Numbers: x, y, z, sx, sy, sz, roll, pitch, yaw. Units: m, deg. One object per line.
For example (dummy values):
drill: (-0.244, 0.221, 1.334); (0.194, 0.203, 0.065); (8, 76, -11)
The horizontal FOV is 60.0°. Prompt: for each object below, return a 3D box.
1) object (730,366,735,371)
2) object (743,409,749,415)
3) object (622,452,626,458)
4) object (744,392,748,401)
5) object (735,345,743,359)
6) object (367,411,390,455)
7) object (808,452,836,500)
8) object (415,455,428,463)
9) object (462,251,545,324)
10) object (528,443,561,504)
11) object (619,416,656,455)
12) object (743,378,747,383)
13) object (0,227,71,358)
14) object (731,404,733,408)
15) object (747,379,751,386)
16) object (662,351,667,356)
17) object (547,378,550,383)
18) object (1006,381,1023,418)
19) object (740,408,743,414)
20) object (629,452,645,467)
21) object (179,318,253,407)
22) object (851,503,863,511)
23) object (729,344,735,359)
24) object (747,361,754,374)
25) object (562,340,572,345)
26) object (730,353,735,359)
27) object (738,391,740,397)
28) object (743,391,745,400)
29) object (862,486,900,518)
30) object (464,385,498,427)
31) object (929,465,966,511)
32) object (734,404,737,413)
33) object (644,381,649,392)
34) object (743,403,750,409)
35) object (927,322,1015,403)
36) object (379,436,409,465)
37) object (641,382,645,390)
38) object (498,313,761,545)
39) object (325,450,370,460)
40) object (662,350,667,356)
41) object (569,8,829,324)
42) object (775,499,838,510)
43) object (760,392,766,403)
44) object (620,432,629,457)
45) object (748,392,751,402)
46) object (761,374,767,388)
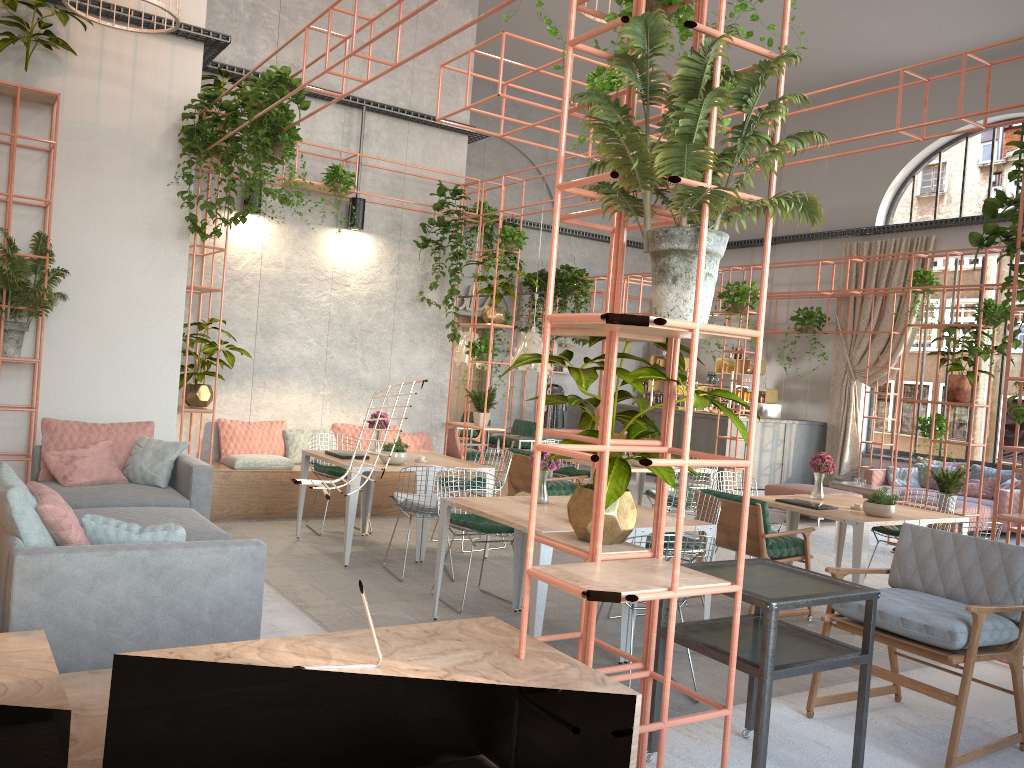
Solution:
object: (4.319, -0.277, 17.280); (0.123, 0.142, 0.141); (4, 1, -33)
object: (4.464, 0.525, 16.913); (0.115, 0.107, 0.115); (5, 1, 23)
object: (1.362, 0.771, 10.123); (0.165, 0.154, 0.210); (4, 1, -43)
object: (4.468, 0.241, 16.905); (0.069, 0.191, 0.069); (5, 1, 3)
object: (4.435, -0.673, 17.335); (0.134, 0.386, 0.134); (4, 1, -44)
object: (-1.264, 0.460, 8.374); (0.213, 0.414, 0.225); (4, 1, -41)
object: (2.672, 0.793, 7.668); (0.213, 0.414, 0.225); (4, 1, -41)
object: (-0.817, 0.673, 8.012); (0.115, 0.078, 0.115); (4, 1, -27)
object: (-0.120, -1.192, 10.829); (0.934, 0.947, 0.903); (5, 1, 19)
object: (0.219, 0.611, 6.074); (0.213, 0.414, 0.225); (4, 1, -41)
object: (1.384, 0.591, 9.662); (0.438, 0.527, 0.368); (4, 1, -33)
object: (4.465, -0.028, 16.996); (0.083, 0.159, 0.083); (5, 1, 12)
object: (-4.261, -0.777, 7.575); (0.894, 1.097, 0.900); (4, 1, -4)
object: (4.299, 0.418, 17.343); (0.065, 0.280, 0.065); (5, 1, 10)
object: (4.515, -0.023, 16.919); (0.083, 0.159, 0.083); (5, 1, 12)
object: (3.319, -0.745, 19.127); (0.134, 0.301, 0.134); (4, 1, -44)
object: (0.760, -0.087, 18.342); (0.093, 0.121, 0.049); (4, 1, -31)
object: (4.084, 0.087, 6.410); (0.894, 1.100, 0.900); (4, 1, -4)
object: (4.394, 0.518, 17.022); (0.115, 0.107, 0.115); (4, 1, -36)
object: (1.341, 0.737, 9.222); (0.248, 0.247, 0.254); (4, 1, -33)
object: (-3.148, -0.226, 8.972); (0.934, 0.919, 0.903); (5, 1, 29)
object: (2.806, 0.992, 7.188); (0.115, 0.073, 0.115); (4, 1, -39)
object: (4.358, -0.639, 17.516); (0.134, 0.301, 0.134); (4, 1, -44)
object: (4.581, -0.311, 16.994); (0.137, 0.261, 0.137); (5, 1, 3)
object: (1.140, -0.865, 18.483); (0.263, 0.101, 0.013); (4, 1, -33)
object: (4.289, -0.552, 17.286); (0.088, 0.123, 0.088); (5, 1, 23)
object: (4.379, 0.232, 17.042); (0.069, 0.191, 0.069); (4, 1, -21)
object: (4.506, 0.241, 17.125); (0.069, 0.191, 0.069); (5, 1, 7)
object: (2.860, 0.916, 6.897); (0.247, 0.247, 0.252); (4, 1, -33)
object: (-0.366, 0.260, 10.864); (0.438, 0.527, 0.368); (4, 1, -33)
object: (5.067, 1.202, 10.297); (0.438, 0.527, 0.368); (4, 1, -33)
object: (4.366, 0.419, 17.390); (0.074, 0.287, 0.072); (4, 1, -1)
object: (2.946, 0.051, 19.297); (0.072, 0.248, 0.094); (4, 1, -33)
object: (4.493, 0.421, 17.000); (0.115, 0.107, 0.115); (5, 1, 23)
object: (5.290, -0.250, 10.238); (0.923, 0.946, 0.924); (5, 1, 23)
object: (-1.023, 0.573, 7.686); (0.248, 0.247, 0.254); (4, 1, -33)
object: (2.869, 0.069, 19.436); (0.131, 0.207, 0.131); (5, 1, 12)
object: (0.456, 0.167, 3.475); (0.934, 0.923, 0.903); (5, 1, 24)
object: (-1.490, 0.640, 8.003); (0.268, 0.031, 0.427); (4, 1, -33)
object: (3.250, -0.658, 18.897); (0.088, 0.123, 0.088); (5, 1, 23)
object: (0.605, -0.753, 3.024); (0.894, 1.101, 0.900); (5, 1, 21)
object: (2.393, 0.982, 7.213); (0.268, 0.031, 0.427); (4, 1, -33)
object: (4.720, 0.257, 16.594); (0.131, 0.207, 0.131); (5, 1, 12)
object: (1.299, 0.697, 9.982); (0.241, 0.313, 0.241); (5, 1, 12)
object: (4.517, 0.246, 16.829); (0.069, 0.191, 0.069); (4, 1, -16)
object: (4.765, -0.057, 16.765); (0.075, 0.273, 0.075); (4, 1, -44)
